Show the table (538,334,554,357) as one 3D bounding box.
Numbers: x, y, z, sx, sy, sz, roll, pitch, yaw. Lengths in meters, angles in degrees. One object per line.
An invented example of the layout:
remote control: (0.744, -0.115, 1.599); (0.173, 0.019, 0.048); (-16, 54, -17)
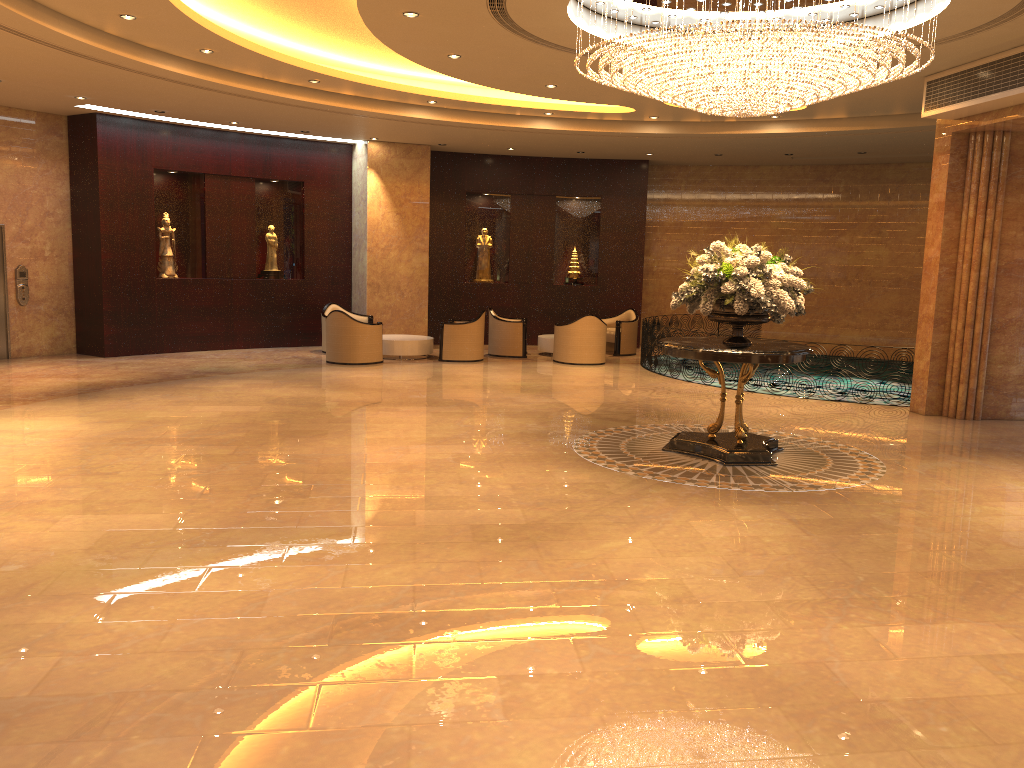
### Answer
table: (1.103, -0.746, 17.433); (1.196, 0.354, 1.196); (4, 8, 18)

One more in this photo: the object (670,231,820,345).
object: (2.205, -0.889, 8.578); (1.277, 0.999, 1.318); (5, 9, 21)

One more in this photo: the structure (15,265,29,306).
structure: (-7.956, -1.600, 14.413); (0.053, 0.661, 0.200); (6, 9, 30)

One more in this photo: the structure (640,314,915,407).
structure: (4.231, -0.595, 16.064); (3.815, 0.995, 7.624); (3, 8, 9)

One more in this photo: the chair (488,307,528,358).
chair: (-0.076, -1.010, 17.046); (0.769, 0.916, 0.951); (2, 8, 1)

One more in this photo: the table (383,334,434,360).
table: (-2.046, -0.681, 16.311); (1.196, 0.354, 1.196); (4, 8, 17)

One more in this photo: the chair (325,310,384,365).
chair: (-2.759, -0.822, 15.153); (0.951, 0.916, 0.769); (6, 9, 26)

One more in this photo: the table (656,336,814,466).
table: (2.151, 0.138, 8.750); (1.493, 1.089, 1.493); (-1, 8, -15)

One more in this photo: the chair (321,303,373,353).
chair: (-3.171, -1.061, 16.759); (0.769, 0.916, 0.951); (9, 11, 41)

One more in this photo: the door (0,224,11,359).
door: (-8.396, -1.416, 13.787); (0.150, 2.149, 1.070); (6, 9, 27)

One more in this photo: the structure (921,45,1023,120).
structure: (5.521, -3.189, 8.810); (0.425, 0.483, 4.113); (0, 8, -9)

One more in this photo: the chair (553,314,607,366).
chair: (1.281, -0.833, 16.081); (0.951, 0.916, 0.769); (0, 8, -14)

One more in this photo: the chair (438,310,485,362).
chair: (-0.877, -0.895, 16.068); (0.769, 0.916, 0.951); (3, 8, 6)

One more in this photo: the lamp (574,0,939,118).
lamp: (2.192, -3.117, 8.279); (3.206, 1.196, 3.204); (6, 9, 28)

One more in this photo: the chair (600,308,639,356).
chair: (2.136, -1.076, 17.977); (0.769, 0.916, 0.951); (-4, 10, -33)
